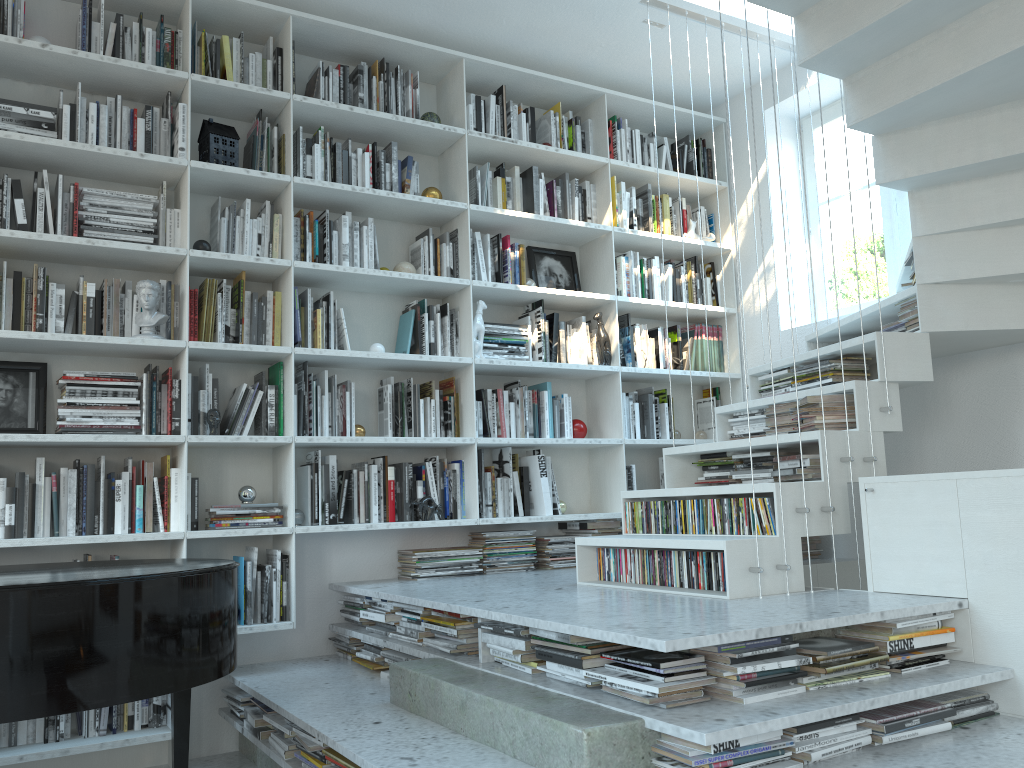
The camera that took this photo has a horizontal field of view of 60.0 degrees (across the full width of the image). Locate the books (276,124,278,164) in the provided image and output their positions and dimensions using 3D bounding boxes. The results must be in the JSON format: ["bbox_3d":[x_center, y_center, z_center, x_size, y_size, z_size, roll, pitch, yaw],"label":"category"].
[{"bbox_3d":[-1.061,-0.995,3.948,0.005,0.291,0.130,2,-8,-30],"label":"books"}]

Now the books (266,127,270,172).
[{"bbox_3d":[-1.090,-0.982,3.905,0.005,0.254,0.159,2,-8,-30],"label":"books"}]

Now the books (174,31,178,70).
[{"bbox_3d":[-1.439,-1.349,3.765,0.014,0.238,0.153,2,-8,-30],"label":"books"}]

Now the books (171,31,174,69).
[{"bbox_3d":[-1.456,-1.351,3.766,0.014,0.244,0.145,2,-8,-30],"label":"books"}]

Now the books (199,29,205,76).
[{"bbox_3d":[-1.344,-1.364,3.826,0.007,0.279,0.150,2,-8,-30],"label":"books"}]

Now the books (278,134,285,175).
[{"bbox_3d":[-1.036,-0.961,3.917,0.008,0.213,0.224,2,-9,-30],"label":"books"}]

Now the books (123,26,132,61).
[{"bbox_3d":[-1.595,-1.339,3.662,0.033,0.202,0.166,2,-9,-30],"label":"books"}]

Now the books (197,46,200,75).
[{"bbox_3d":[-1.363,-1.323,3.808,0.015,0.192,0.160,2,-9,-30],"label":"books"}]

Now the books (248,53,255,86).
[{"bbox_3d":[-1.167,-1.321,3.907,0.024,0.201,0.180,2,-9,-30],"label":"books"}]

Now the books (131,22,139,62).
[{"bbox_3d":[-1.574,-1.354,3.683,0.023,0.236,0.154,2,-8,-30],"label":"books"}]

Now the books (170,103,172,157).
[{"bbox_3d":[-1.446,-1.014,3.730,0.010,0.299,0.133,2,-8,-30],"label":"books"}]

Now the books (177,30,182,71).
[{"bbox_3d":[-1.428,-1.356,3.781,0.022,0.256,0.137,2,-8,-30],"label":"books"}]

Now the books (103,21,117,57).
[{"bbox_3d":[-1.656,-1.346,3.630,0.050,0.210,0.173,2,-9,-30],"label":"books"}]

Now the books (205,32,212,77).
[{"bbox_3d":[-1.322,-1.356,3.827,0.034,0.260,0.157,2,-8,-30],"label":"books"}]

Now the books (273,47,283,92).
[{"bbox_3d":[-1.063,-1.342,3.964,0.029,0.252,0.186,2,-9,-30],"label":"books"}]

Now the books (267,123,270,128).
[{"bbox_3d":[-1.097,-0.994,3.936,0.013,0.288,0.131,2,-8,-30],"label":"books"}]

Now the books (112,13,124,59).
[{"bbox_3d":[-1.633,-1.371,3.668,0.028,0.269,0.140,2,-8,-30],"label":"books"}]

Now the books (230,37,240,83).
[{"bbox_3d":[-1.229,-1.356,3.898,0.030,0.274,0.151,2,-8,-30],"label":"books"}]

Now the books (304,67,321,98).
[{"bbox_3d":[-0.922,-1.312,4.046,0.046,0.206,0.183,2,-9,-30],"label":"books"}]

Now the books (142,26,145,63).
[{"bbox_3d":[-1.548,-1.344,3.692,0.012,0.216,0.179,2,-9,-30],"label":"books"}]

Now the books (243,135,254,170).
[{"bbox_3d":[-1.158,-0.961,3.882,0.019,0.213,0.156,2,-9,-30],"label":"books"}]

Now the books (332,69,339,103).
[{"bbox_3d":[-0.844,-1.317,4.111,0.028,0.226,0.163,2,-9,-30],"label":"books"}]

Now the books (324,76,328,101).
[{"bbox_3d":[-0.878,-1.297,4.087,0.009,0.183,0.160,2,-9,-30],"label":"books"}]

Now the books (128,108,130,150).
[{"bbox_3d":[-1.584,-0.991,3.640,0.011,0.238,0.139,2,-8,-30],"label":"books"}]

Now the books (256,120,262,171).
[{"bbox_3d":[-1.129,-0.992,3.881,0.022,0.271,0.181,2,-8,-30],"label":"books"}]

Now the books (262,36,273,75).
[{"bbox_3d":[-1.099,-1.377,3.986,0.012,0.329,0.128,2,-8,-30],"label":"books"}]

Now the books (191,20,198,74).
[{"bbox_3d":[-1.372,-1.376,3.803,0.007,0.297,0.181,2,-8,-30],"label":"books"}]

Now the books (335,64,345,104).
[{"bbox_3d":[-0.818,-1.330,4.127,0.030,0.255,0.161,2,-8,-30],"label":"books"}]

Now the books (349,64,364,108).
[{"bbox_3d":[-0.737,-1.331,4.150,0.028,0.258,0.185,2,-9,-30],"label":"books"}]

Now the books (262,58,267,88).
[{"bbox_3d":[-1.127,-1.317,3.949,0.025,0.203,0.162,2,-9,-30],"label":"books"}]

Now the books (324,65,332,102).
[{"bbox_3d":[-0.863,-1.321,4.085,0.013,0.229,0.174,2,-9,-30],"label":"books"}]

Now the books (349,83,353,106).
[{"bbox_3d":[-0.782,-1.293,4.166,0.031,0.190,0.132,2,-8,-30],"label":"books"}]

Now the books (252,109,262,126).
[{"bbox_3d":[-1.131,-1.023,3.902,0.025,0.339,0.143,2,-8,-30],"label":"books"}]

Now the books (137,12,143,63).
[{"bbox_3d":[-1.553,-1.372,3.681,0.010,0.270,0.180,2,-8,-30],"label":"books"}]

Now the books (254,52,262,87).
[{"bbox_3d":[-1.141,-1.326,3.918,0.031,0.213,0.170,2,-9,-30],"label":"books"}]

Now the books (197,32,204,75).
[{"bbox_3d":[-1.342,-1.349,3.795,0.007,0.239,0.191,2,-9,-30],"label":"books"}]

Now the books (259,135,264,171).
[{"bbox_3d":[-1.124,-0.962,3.897,0.024,0.217,0.169,2,-9,-30],"label":"books"}]

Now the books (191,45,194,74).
[{"bbox_3d":[-1.388,-1.328,3.807,0.016,0.204,0.143,2,-8,-30],"label":"books"}]

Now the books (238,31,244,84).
[{"bbox_3d":[-1.203,-1.369,3.895,0.010,0.297,0.167,2,-8,-30],"label":"books"}]

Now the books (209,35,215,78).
[{"bbox_3d":[-1.307,-1.355,3.845,0.008,0.261,0.142,2,-8,-30],"label":"books"}]

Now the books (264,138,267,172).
[{"bbox_3d":[-1.102,-0.959,3.907,0.013,0.210,0.140,2,-8,-30],"label":"books"}]

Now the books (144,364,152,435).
[{"bbox_3d":[-1.466,0.076,3.565,0.011,0.298,0.130,2,-8,-30],"label":"books"}]

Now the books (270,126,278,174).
[{"bbox_3d":[-1.064,-0.979,3.904,0.013,0.248,0.186,2,-9,-30],"label":"books"}]

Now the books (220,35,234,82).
[{"bbox_3d":[-1.254,-1.351,3.859,0.054,0.254,0.191,2,-9,-30],"label":"books"}]

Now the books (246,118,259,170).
[{"bbox_3d":[-1.136,-0.995,3.861,0.021,0.272,0.190,2,-8,-30],"label":"books"}]

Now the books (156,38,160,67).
[{"bbox_3d":[-1.504,-1.333,3.740,0.014,0.204,0.135,2,-8,-30],"label":"books"}]

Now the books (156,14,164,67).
[{"bbox_3d":[-1.491,-1.384,3.748,0.012,0.308,0.138,2,-8,-30],"label":"books"}]

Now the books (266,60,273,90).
[{"bbox_3d":[-1.103,-1.313,3.954,0.022,0.194,0.182,2,-9,-30],"label":"books"}]

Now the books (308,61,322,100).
[{"bbox_3d":[-0.903,-1.329,4.068,0.009,0.243,0.173,2,-8,-30],"label":"books"}]

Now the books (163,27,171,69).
[{"bbox_3d":[-1.469,-1.353,3.747,0.028,0.243,0.161,2,-8,-30],"label":"books"}]

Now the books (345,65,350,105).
[{"bbox_3d":[-0.797,-1.329,4.142,0.021,0.256,0.169,2,-8,-30],"label":"books"}]

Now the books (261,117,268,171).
[{"bbox_3d":[-1.105,-1.000,3.888,0.021,0.287,0.179,2,-8,-30],"label":"books"}]

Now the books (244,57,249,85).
[{"bbox_3d":[-1.186,-1.311,3.893,0.022,0.179,0.173,2,-9,-30],"label":"books"}]

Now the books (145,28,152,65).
[{"bbox_3d":[-1.523,-1.338,3.685,0.023,0.202,0.193,2,-9,-30],"label":"books"}]

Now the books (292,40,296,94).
[{"bbox_3d":[-1.010,-1.365,3.998,0.019,0.304,0.176,2,-8,-30],"label":"books"}]

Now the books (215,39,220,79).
[{"bbox_3d":[-1.288,-1.343,3.834,0.015,0.233,0.171,2,-9,-30],"label":"books"}]

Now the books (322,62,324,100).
[{"bbox_3d":[-0.898,-1.328,4.081,0.011,0.244,0.173,2,-8,-30],"label":"books"}]

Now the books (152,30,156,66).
[{"bbox_3d":[-1.525,-1.347,3.737,0.026,0.233,0.137,2,-8,-30],"label":"books"}]
